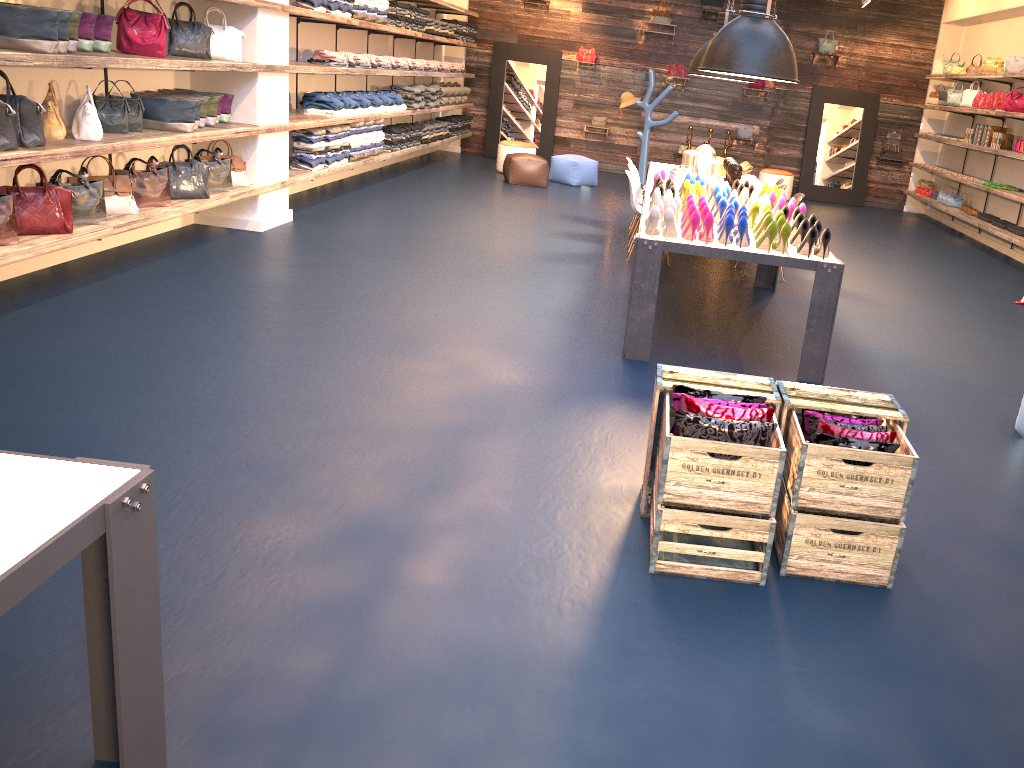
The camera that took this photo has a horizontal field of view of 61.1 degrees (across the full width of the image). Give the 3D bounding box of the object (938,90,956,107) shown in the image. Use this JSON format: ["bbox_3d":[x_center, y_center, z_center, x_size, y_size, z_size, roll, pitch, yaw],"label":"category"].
[{"bbox_3d":[6.925,-4.521,13.751,0.194,0.226,0.390,-12,26,-44],"label":"object"}]

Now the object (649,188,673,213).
[{"bbox_3d":[1.047,-1.263,5.998,0.196,0.191,0.254,10,19,12],"label":"object"}]

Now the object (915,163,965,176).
[{"bbox_3d":[6.809,-3.437,13.875,0.350,0.023,1.929,10,20,6],"label":"object"}]

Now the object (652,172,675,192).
[{"bbox_3d":[1.236,-1.624,7.043,0.200,0.191,0.256,11,19,15],"label":"object"}]

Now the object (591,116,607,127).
[{"bbox_3d":[1.487,-4.482,14.829,0.285,0.171,0.100,-1,18,-21],"label":"object"}]

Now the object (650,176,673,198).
[{"bbox_3d":[1.182,-1.532,6.776,0.201,0.191,0.249,8,19,4],"label":"object"}]

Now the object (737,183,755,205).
[{"bbox_3d":[1.886,-1.541,7.055,0.202,0.191,0.248,7,19,2],"label":"object"}]

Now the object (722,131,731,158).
[{"bbox_3d":[2.373,-2.559,9.594,0.147,0.458,0.135,-1,17,-20],"label":"object"}]

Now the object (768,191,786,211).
[{"bbox_3d":[2.060,-1.423,6.801,0.201,0.191,0.249,8,19,4],"label":"object"}]

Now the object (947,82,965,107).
[{"bbox_3d":[6.789,-4.413,13.215,0.192,0.358,0.344,-9,23,-40],"label":"object"}]

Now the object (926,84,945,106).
[{"bbox_3d":[7.014,-4.752,14.260,0.179,0.327,0.330,-8,23,-38],"label":"object"}]

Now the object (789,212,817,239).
[{"bbox_3d":[1.922,-1.045,5.729,0.201,0.191,0.249,8,19,4],"label":"object"}]

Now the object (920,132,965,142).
[{"bbox_3d":[6.948,-3.947,13.869,0.478,0.059,1.566,10,20,6],"label":"object"}]

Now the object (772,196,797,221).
[{"bbox_3d":[2.059,-1.323,6.528,0.197,0.191,0.253,10,19,10],"label":"object"}]

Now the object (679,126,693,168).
[{"bbox_3d":[1.940,-2.613,9.581,0.135,0.458,0.147,10,17,15],"label":"object"}]

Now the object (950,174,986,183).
[{"bbox_3d":[6.565,-2.949,12.461,0.353,0.029,0.912,10,20,5],"label":"object"}]

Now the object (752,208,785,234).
[{"bbox_3d":[1.695,-1.064,5.698,0.203,0.191,0.246,6,19,0],"label":"object"}]

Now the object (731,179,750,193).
[{"bbox_3d":[1.925,-1.640,7.336,0.201,0.191,0.249,8,19,4],"label":"object"}]

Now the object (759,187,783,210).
[{"bbox_3d":[2.114,-1.507,7.047,0.201,0.191,0.249,8,19,4],"label":"object"}]

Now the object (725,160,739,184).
[{"bbox_3d":[2.027,-1.923,8.007,0.154,0.279,0.158,6,17,3],"label":"object"}]

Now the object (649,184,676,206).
[{"bbox_3d":[1.101,-1.353,6.260,0.203,0.191,0.246,6,19,0],"label":"object"}]

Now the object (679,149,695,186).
[{"bbox_3d":[1.629,-1.967,7.910,0.177,0.328,0.198,12,18,21],"label":"object"}]

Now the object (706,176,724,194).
[{"bbox_3d":[1.715,-1.658,7.310,0.197,0.191,0.253,10,19,10],"label":"object"}]

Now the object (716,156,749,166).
[{"bbox_3d":[2.313,-2.307,9.264,0.455,0.198,0.220,3,19,-13],"label":"object"}]

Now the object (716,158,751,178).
[{"bbox_3d":[2.266,-2.216,9.002,0.462,0.198,0.216,1,19,-18],"label":"object"}]

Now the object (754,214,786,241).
[{"bbox_3d":[1.633,-0.980,5.449,0.201,0.191,0.249,8,19,4],"label":"object"}]

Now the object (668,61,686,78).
[{"bbox_3d":[2.786,-5.277,14.587,0.330,0.249,0.137,3,17,-12],"label":"object"}]

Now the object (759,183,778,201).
[{"bbox_3d":[2.155,-1.598,7.307,0.201,0.191,0.249,8,19,4],"label":"object"}]

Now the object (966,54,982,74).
[{"bbox_3d":[6.792,-4.673,12.712,0.110,0.293,0.281,-1,19,-21],"label":"object"}]

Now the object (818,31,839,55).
[{"bbox_3d":[5.266,-5.681,14.454,0.380,0.359,0.174,3,17,-11],"label":"object"}]

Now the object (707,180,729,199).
[{"bbox_3d":[1.680,-1.566,7.047,0.201,0.191,0.249,8,19,4],"label":"object"}]

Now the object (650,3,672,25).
[{"bbox_3d":[2.480,-6.131,14.357,0.343,0.327,0.173,10,17,12],"label":"object"}]

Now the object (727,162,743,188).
[{"bbox_3d":[1.984,-1.837,7.759,0.154,0.279,0.158,6,17,3],"label":"object"}]

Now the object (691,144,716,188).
[{"bbox_3d":[1.684,-1.902,7.644,0.207,0.403,0.200,3,17,-8],"label":"object"}]

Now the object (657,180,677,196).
[{"bbox_3d":[1.167,-1.441,6.524,0.197,0.191,0.254,10,19,11],"label":"object"}]

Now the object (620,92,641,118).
[{"bbox_3d":[1.913,-4.495,14.053,0.336,0.431,0.363,6,18,0],"label":"object"}]

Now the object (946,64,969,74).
[{"bbox_3d":[6.915,-4.881,13.509,0.249,0.170,0.344,-5,23,-31],"label":"object"}]

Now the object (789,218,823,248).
[{"bbox_3d":[1.860,-0.953,5.458,0.201,0.191,0.249,8,19,4],"label":"object"}]

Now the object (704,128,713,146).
[{"bbox_3d":[2.148,-2.587,9.585,0.152,0.458,0.130,-10,22,-41],"label":"object"}]

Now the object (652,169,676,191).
[{"bbox_3d":[1.293,-1.713,7.303,0.204,0.191,0.245,6,19,-2],"label":"object"}]

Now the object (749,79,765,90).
[{"bbox_3d":[4.140,-5.100,14.652,0.249,0.238,0.222,6,18,-1],"label":"object"}]

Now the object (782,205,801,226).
[{"bbox_3d":[1.924,-1.147,6.005,0.197,0.191,0.254,10,19,12],"label":"object"}]

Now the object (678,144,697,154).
[{"bbox_3d":[3.038,-4.024,14.917,0.386,0.170,0.223,0,20,-20],"label":"object"}]

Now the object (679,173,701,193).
[{"bbox_3d":[1.516,-1.688,7.316,0.201,0.191,0.249,8,19,4],"label":"object"}]

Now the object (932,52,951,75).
[{"bbox_3d":[7.118,-5.238,14.233,0.402,0.377,0.208,15,19,25],"label":"object"}]

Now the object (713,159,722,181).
[{"bbox_3d":[1.801,-1.892,7.835,0.179,0.283,0.173,3,17,-8],"label":"object"}]

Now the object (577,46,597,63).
[{"bbox_3d":[1.260,-5.519,14.552,0.328,0.248,0.144,11,18,12],"label":"object"}]

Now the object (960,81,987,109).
[{"bbox_3d":[6.770,-4.227,12.683,0.208,0.377,0.401,-5,21,-30],"label":"object"}]

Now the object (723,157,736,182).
[{"bbox_3d":[2.068,-2.007,8.249,0.154,0.279,0.158,6,17,3],"label":"object"}]

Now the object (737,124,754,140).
[{"bbox_3d":[4.005,-4.321,14.870,0.265,0.225,0.084,12,18,17],"label":"object"}]

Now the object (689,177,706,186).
[{"bbox_3d":[1.479,-1.590,7.040,0.205,0.191,0.244,5,19,-4],"label":"object"}]

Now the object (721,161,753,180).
[{"bbox_3d":[2.224,-2.133,8.761,0.462,0.198,0.216,1,19,-18],"label":"object"}]

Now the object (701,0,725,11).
[{"bbox_3d":[3.299,-6.266,14.303,0.425,0.226,0.179,5,18,-6],"label":"object"}]

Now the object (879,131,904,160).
[{"bbox_3d":[6.550,-4.112,14.928,0.358,0.450,0.239,6,17,1],"label":"object"}]
